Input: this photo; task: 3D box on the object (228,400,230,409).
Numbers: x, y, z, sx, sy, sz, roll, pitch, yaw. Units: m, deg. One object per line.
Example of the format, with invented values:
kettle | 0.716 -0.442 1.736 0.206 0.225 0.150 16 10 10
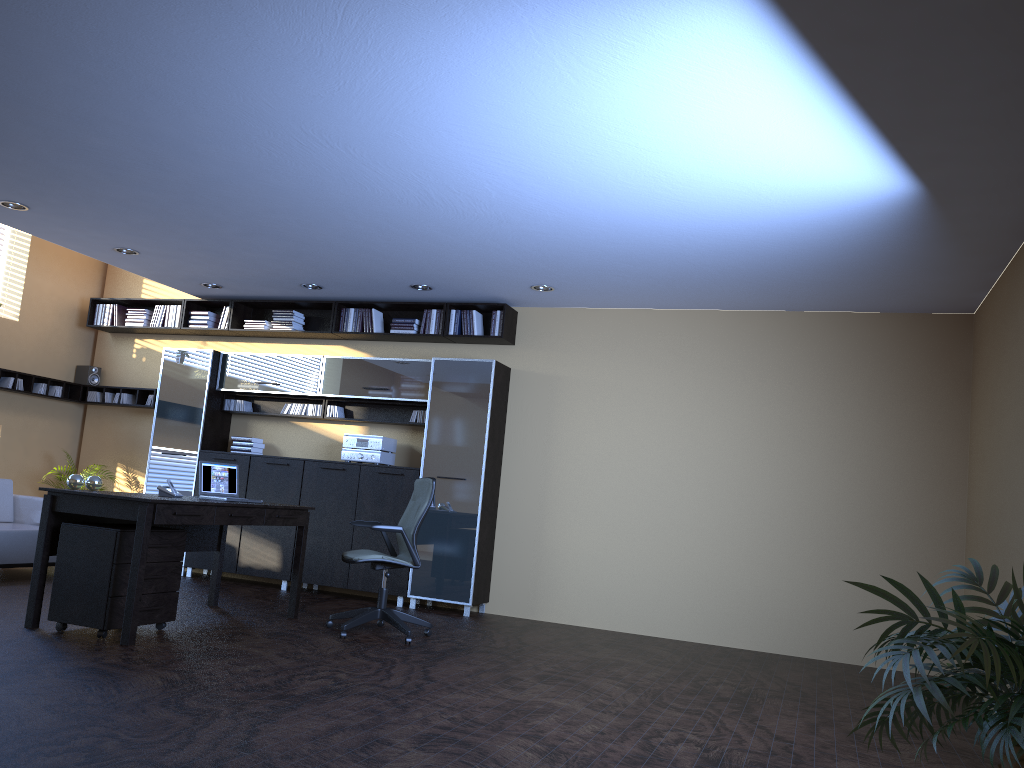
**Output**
object | -3.055 0.239 9.697 0.009 0.120 0.142 3 -7 20

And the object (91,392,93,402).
object | -4.837 0.156 10.331 0.009 0.120 0.142 3 -7 20

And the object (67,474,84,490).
object | -2.928 0.655 5.946 0.105 0.105 0.105 0 -9 39

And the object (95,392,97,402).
object | -4.789 0.158 10.314 0.009 0.120 0.142 3 -7 20

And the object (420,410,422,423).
object | -0.892 0.337 8.910 0.009 0.124 0.142 3 -7 20

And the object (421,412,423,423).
object | -0.872 0.338 8.909 0.009 0.120 0.142 3 -7 20

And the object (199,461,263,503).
object | -2.149 0.752 6.791 0.323 0.282 0.391 1 -8 30

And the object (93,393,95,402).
object | -4.809 0.158 10.320 0.009 0.120 0.142 3 -7 20

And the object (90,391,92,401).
object | -4.857 0.155 10.338 0.009 0.120 0.142 3 -7 20

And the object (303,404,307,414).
object | -2.151 0.280 9.368 0.036 0.115 0.140 3 -7 19

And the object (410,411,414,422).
object | -0.980 0.335 8.953 0.040 0.118 0.142 3 -7 20

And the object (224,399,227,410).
object | -3.096 0.236 9.705 0.009 0.120 0.142 3 -7 20

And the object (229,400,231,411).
object | -3.038 0.239 9.686 0.009 0.120 0.142 3 -7 19

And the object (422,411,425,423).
object | -0.863 0.338 8.903 0.009 0.120 0.142 3 -7 20

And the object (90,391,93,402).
object | -4.847 0.156 10.334 0.009 0.120 0.142 3 -7 20

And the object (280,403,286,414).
object | -2.401 0.271 9.454 0.059 0.112 0.142 3 -7 19

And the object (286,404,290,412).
object | -2.351 0.274 9.444 0.059 0.112 0.142 3 -7 20

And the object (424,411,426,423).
object | -0.844 0.339 8.896 0.009 0.120 0.142 3 -7 20

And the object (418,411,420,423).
object | -0.908 0.337 8.927 0.009 0.120 0.142 3 -7 20

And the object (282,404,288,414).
object | -2.380 0.273 9.452 0.059 0.112 0.142 3 -7 20

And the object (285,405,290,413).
object | -2.351 0.274 9.443 0.055 0.109 0.140 3 -7 20

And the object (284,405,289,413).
object | -2.362 0.273 9.442 0.055 0.109 0.140 3 -7 20

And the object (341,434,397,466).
object | -1.436 0.665 8.899 0.430 0.281 0.364 3 -8 20

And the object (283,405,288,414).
object | -2.371 0.273 9.449 0.059 0.112 0.142 3 -7 20

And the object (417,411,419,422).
object | -0.918 0.337 8.929 0.009 0.120 0.142 3 -7 20

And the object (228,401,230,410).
object | -3.047 0.238 9.689 0.006 0.118 0.140 3 -7 20

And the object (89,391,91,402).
object | -4.867 0.155 10.341 0.009 0.120 0.142 3 -7 20

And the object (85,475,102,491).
object | -2.845 0.674 6.031 0.105 0.105 0.105 0 -9 39

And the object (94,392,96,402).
object | -4.799 0.158 10.317 0.009 0.120 0.142 3 -7 20

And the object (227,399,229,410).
object | -3.067 0.237 9.695 0.009 0.120 0.142 3 -7 20

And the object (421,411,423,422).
object | -0.876 0.336 8.898 0.006 0.118 0.140 3 -7 20

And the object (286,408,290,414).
object | -2.341 0.275 9.444 0.059 0.112 0.142 3 -7 20

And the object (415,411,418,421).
object | -0.937 0.336 8.937 0.030 0.119 0.142 3 -7 20

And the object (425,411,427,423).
object | -0.836 0.339 8.889 0.009 0.120 0.142 3 -7 20

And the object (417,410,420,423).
object | -0.912 0.335 8.914 0.009 0.124 0.142 3 -7 20

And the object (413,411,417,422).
object | -0.947 0.336 8.941 0.030 0.119 0.142 3 -7 20

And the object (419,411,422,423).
object | -0.894 0.336 8.907 0.009 0.120 0.142 3 -7 19

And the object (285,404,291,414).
object | -2.343 0.274 9.437 0.055 0.109 0.140 3 -7 20

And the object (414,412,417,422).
object | -0.941 0.335 8.929 0.026 0.117 0.140 3 -7 20

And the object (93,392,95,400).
object | -4.818 0.157 10.324 0.009 0.120 0.142 3 -7 20

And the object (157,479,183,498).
object | -2.442 0.743 6.345 0.146 0.126 0.130 5 -7 5

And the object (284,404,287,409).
object | -2.388 0.273 9.461 0.059 0.112 0.142 3 -7 20

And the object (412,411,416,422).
object | -0.956 0.336 8.945 0.030 0.119 0.142 3 -7 20

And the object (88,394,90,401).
object | -4.876 0.154 10.345 0.009 0.120 0.142 3 -7 20

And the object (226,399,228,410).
object | -3.075 0.237 9.700 0.006 0.118 0.140 3 -7 20

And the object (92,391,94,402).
object | -4.828 0.157 10.327 0.009 0.120 0.142 3 -7 20

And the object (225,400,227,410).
object | -3.085 0.237 9.703 0.006 0.118 0.140 3 -7 20

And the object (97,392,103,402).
object | -4.767 0.161 10.305 0.040 0.118 0.142 3 -7 20

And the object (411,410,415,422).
object | -0.966 0.335 8.948 0.030 0.119 0.142 3 -7 20

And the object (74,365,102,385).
object | -4.985 -0.091 10.427 0.254 0.229 0.159 1 -8 30
